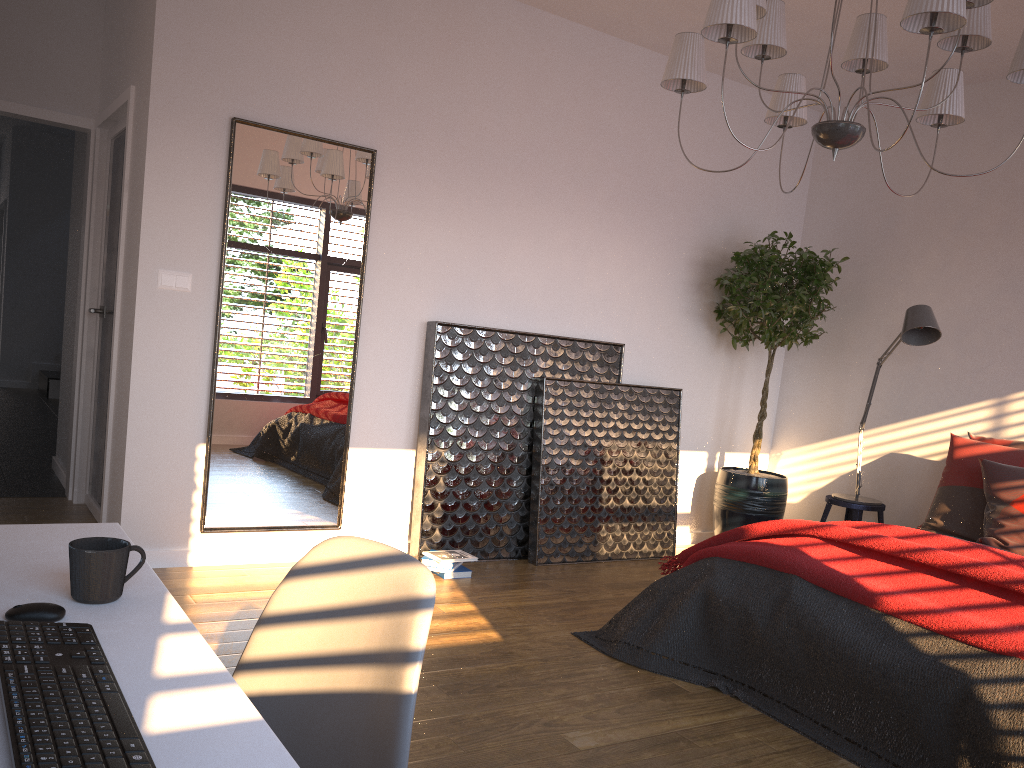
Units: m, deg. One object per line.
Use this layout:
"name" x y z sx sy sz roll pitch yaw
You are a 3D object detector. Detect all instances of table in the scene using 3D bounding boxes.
"table" -0.614 0.706 0.954 0.559 0.756 1.624 3 5 -33

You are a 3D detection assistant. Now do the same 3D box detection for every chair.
"chair" -0.435 0.657 1.140 0.546 0.876 0.586 11 7 44

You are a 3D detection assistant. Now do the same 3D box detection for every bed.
"bed" 2.083 0.883 3.382 2.317 0.773 2.024 4 4 -34

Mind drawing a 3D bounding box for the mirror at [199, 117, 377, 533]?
"mirror" -1.047 -0.221 4.157 0.684 1.865 0.065 3 7 -33

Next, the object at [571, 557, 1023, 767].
"object" 1.404 0.927 2.942 1.123 0.570 2.491 4 4 -33

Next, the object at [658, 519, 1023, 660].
"object" 1.507 0.903 3.048 0.684 0.663 2.629 4 4 -32

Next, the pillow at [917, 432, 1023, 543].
"pillow" 2.618 0.607 3.766 0.528 0.554 1.804 4 4 -33

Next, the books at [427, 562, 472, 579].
"books" -0.320 0.923 4.437 0.258 0.050 0.269 7 3 12

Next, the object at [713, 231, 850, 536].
"object" 1.504 0.084 5.461 0.802 2.030 0.807 3 6 -30

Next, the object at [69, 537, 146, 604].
"object" -0.811 0.196 1.232 0.493 0.191 0.289 7 4 13

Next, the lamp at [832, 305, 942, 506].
"lamp" 2.062 0.136 4.915 0.279 1.133 0.785 7 5 7

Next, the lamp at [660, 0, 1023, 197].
"lamp" 1.110 -1.223 2.850 1.248 1.084 1.094 4 5 -33

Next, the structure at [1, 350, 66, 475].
"structure" -2.762 0.012 9.234 4.239 8.353 8.408 3 6 -33

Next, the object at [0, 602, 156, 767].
"object" -0.505 0.326 0.987 0.116 0.020 0.510 5 3 -33

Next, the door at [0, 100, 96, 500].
"door" -2.613 -0.387 4.411 1.034 2.140 0.992 3 6 -33

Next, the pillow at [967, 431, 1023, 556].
"pillow" 2.630 0.641 3.684 1.146 0.737 2.130 4 4 -35

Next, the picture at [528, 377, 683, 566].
"picture" 0.558 0.508 5.087 1.026 1.032 0.208 4 6 -33

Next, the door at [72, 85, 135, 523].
"door" -2.044 -0.330 4.548 0.163 2.140 1.026 3 7 -33

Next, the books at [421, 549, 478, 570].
"books" -0.348 0.871 4.430 0.271 0.050 0.256 4 4 -37

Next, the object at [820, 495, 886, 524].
"object" 2.000 0.926 5.244 0.342 0.483 0.336 3 6 -33

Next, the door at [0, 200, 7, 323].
"door" -6.130 -1.099 10.700 0.163 2.140 1.026 3 7 -33

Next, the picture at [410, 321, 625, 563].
"picture" 0.061 0.346 4.874 1.250 1.259 0.171 4 6 -33
